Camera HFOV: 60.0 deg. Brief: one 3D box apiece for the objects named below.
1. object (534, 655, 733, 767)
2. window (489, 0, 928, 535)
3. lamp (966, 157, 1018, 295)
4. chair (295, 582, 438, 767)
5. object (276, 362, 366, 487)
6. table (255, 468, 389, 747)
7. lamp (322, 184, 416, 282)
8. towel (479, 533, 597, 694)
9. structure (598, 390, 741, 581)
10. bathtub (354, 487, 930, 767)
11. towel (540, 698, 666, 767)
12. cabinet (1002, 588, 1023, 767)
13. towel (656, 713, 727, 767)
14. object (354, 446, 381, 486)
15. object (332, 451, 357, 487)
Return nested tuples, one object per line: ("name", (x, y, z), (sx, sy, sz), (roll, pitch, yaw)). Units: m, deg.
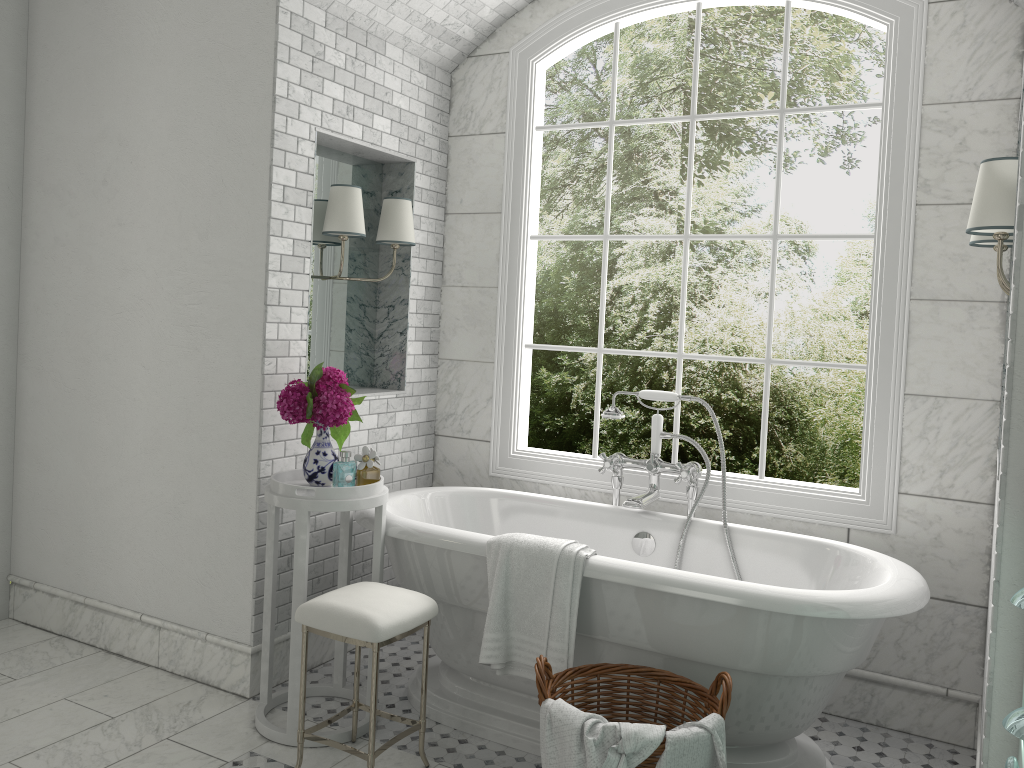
("object", (0.324, 1.076, 2.496), (0.519, 0.570, 0.520), (1, 3, -30))
("window", (0.773, -0.644, 3.899), (1.833, 2.321, 0.118), (4, 2, 29))
("lamp", (1.558, -0.455, 2.694), (0.309, 0.383, 0.548), (4, 4, 29))
("chair", (-0.486, 0.989, 2.924), (0.371, 0.602, 0.366), (4, 3, 29))
("object", (-0.719, 0.148, 3.331), (0.333, 0.471, 0.295), (4, 3, 31))
("table", (-0.705, 0.798, 3.300), (0.449, 0.905, 0.450), (2, 2, -9))
("lamp", (-0.674, -0.651, 3.919), (0.309, 0.383, 0.548), (4, 4, 29))
("towel", (0.103, 0.748, 3.025), (0.375, 0.462, 0.453), (4, 3, 31))
("structure", (0.630, 0.683, 3.597), (0.780, 1.284, 0.340), (5, 3, 39))
("bathtub", (0.360, 0.923, 3.334), (2.168, 0.757, 0.942), (5, 4, 29))
("towel", (0.277, 1.073, 2.414), (0.400, 0.438, 0.484), (4, 3, 29))
("cabinet", (0.919, 0.959, 0.782), (0.864, 1.096, 2.799), (4, 4, 29))
("towel", (0.347, 1.097, 2.443), (0.382, 0.469, 0.461), (2, 3, -22))
("object", (-0.525, 0.313, 3.270), (0.097, 0.167, 0.085), (1, 3, -40))
("object", (-0.605, 0.321, 3.206), (0.085, 0.154, 0.059), (1, 3, -41))
